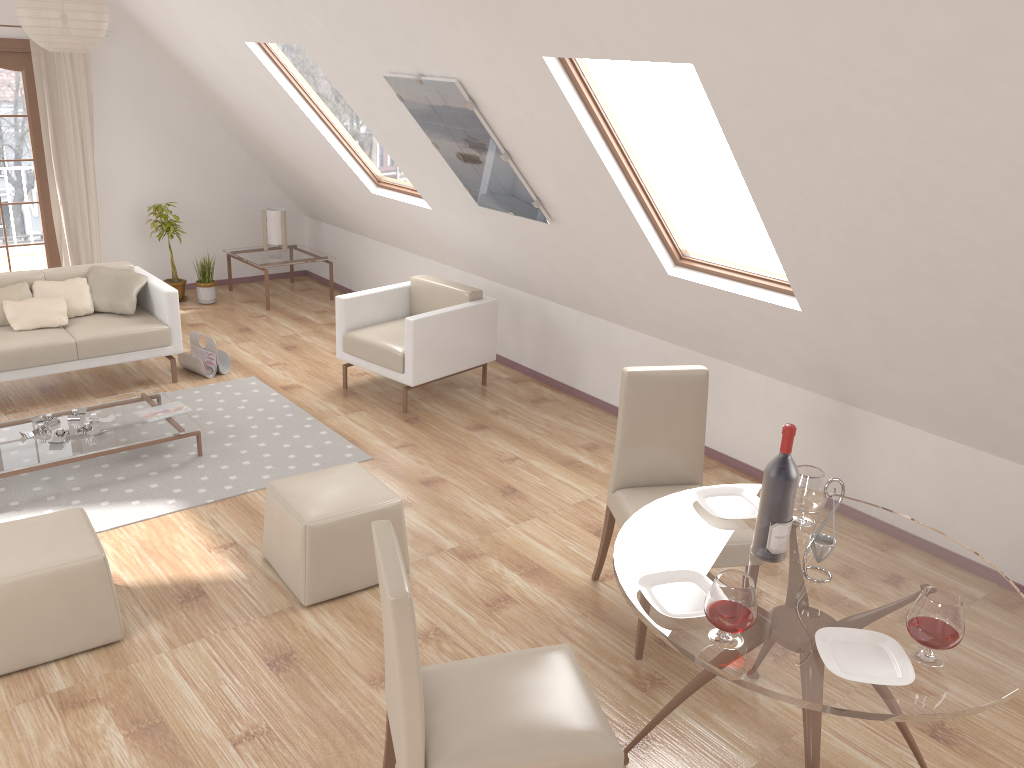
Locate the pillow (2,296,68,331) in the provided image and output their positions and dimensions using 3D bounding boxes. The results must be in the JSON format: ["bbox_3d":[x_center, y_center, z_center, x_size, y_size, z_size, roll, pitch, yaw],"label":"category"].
[{"bbox_3d":[-3.009,-0.446,5.625,0.363,0.170,0.227,-11,24,-33],"label":"pillow"}]

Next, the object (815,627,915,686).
[{"bbox_3d":[0.894,0.699,2.260,0.228,0.020,0.228,5,20,5],"label":"object"}]

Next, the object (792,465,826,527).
[{"bbox_3d":[0.969,0.369,2.931,0.136,0.183,0.136,-2,21,-13],"label":"object"}]

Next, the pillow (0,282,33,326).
[{"bbox_3d":[-3.219,-0.503,5.626,0.351,0.235,0.185,-12,25,-34],"label":"pillow"}]

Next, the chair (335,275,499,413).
[{"bbox_3d":[-0.649,-0.308,6.012,0.748,0.706,0.820,19,26,37],"label":"chair"}]

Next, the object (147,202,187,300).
[{"bbox_3d":[-3.009,-1.153,7.752,0.307,0.846,0.311,20,26,39],"label":"object"}]

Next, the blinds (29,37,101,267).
[{"bbox_3d":[-3.560,-1.728,7.241,0.424,2.129,0.123,-16,28,-42],"label":"blinds"}]

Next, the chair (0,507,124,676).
[{"bbox_3d":[-1.816,0.763,3.384,0.506,0.394,0.506,-11,24,-33],"label":"chair"}]

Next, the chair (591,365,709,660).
[{"bbox_3d":[0.672,0.497,3.595,0.477,0.999,0.618,-1,21,-12],"label":"chair"}]

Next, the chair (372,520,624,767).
[{"bbox_3d":[-0.057,0.878,2.457,0.618,0.999,0.477,-3,21,-15],"label":"chair"}]

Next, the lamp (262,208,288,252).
[{"bbox_3d":[-2.176,-1.419,8.159,0.221,0.375,0.180,1,20,-6],"label":"lamp"}]

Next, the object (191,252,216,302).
[{"bbox_3d":[-2.681,-0.948,7.778,0.209,0.480,0.234,9,21,15],"label":"object"}]

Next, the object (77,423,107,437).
[{"bbox_3d":[-2.228,0.240,4.701,0.143,0.051,0.064,10,21,19],"label":"object"}]

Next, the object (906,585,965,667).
[{"bbox_3d":[1.081,0.619,2.268,0.136,0.183,0.136,14,23,27],"label":"object"}]

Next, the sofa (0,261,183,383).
[{"bbox_3d":[-3.170,-0.292,5.612,1.880,0.706,0.820,-13,26,-37],"label":"sofa"}]

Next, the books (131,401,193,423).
[{"bbox_3d":[-1.976,0.156,5.028,0.192,0.005,0.280,20,26,39],"label":"books"}]

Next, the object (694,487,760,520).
[{"bbox_3d":[0.745,0.412,3.017,0.228,0.020,0.228,-2,21,-13],"label":"object"}]

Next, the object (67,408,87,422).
[{"bbox_3d":[-2.404,0.156,4.901,0.064,0.052,0.143,-1,21,-10],"label":"object"}]

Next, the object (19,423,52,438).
[{"bbox_3d":[-2.503,0.242,4.655,0.143,0.052,0.064,-13,26,-37],"label":"object"}]

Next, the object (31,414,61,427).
[{"bbox_3d":[-2.528,0.186,4.803,0.143,0.052,0.064,10,21,19],"label":"object"}]

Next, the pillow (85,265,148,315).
[{"bbox_3d":[-2.680,-0.639,5.977,0.424,0.276,0.269,6,20,9],"label":"pillow"}]

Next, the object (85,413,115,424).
[{"bbox_3d":[-2.254,0.183,4.849,0.143,0.052,0.064,-13,26,-37],"label":"object"}]

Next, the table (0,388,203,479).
[{"bbox_3d":[-2.380,0.328,4.790,1.173,0.190,0.730,-13,26,-37],"label":"table"}]

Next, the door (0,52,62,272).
[{"bbox_3d":[-4.354,-1.509,6.815,1.546,2.001,0.098,-13,26,-37],"label":"door"}]

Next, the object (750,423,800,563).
[{"bbox_3d":[0.800,0.324,2.659,0.109,0.435,0.109,-16,27,-41],"label":"object"}]

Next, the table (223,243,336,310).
[{"bbox_3d":[-2.131,-1.003,8.145,0.730,0.390,0.773,-14,26,-39],"label":"table"}]

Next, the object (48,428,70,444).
[{"bbox_3d":[-2.353,0.268,4.604,0.064,0.052,0.143,-1,21,-10],"label":"object"}]

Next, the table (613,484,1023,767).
[{"bbox_3d":[0.884,0.929,2.777,1.198,0.770,1.198,-4,21,-18],"label":"table"}]

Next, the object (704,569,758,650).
[{"bbox_3d":[0.565,0.582,2.294,0.136,0.183,0.136,14,23,27],"label":"object"}]

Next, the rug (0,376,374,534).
[{"bbox_3d":[-2.373,0.440,4.750,2.800,0.007,1.600,-13,26,-37],"label":"rug"}]

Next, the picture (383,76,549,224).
[{"bbox_3d":[-0.242,-1.275,4.864,0.683,0.738,0.650,-13,26,-37],"label":"picture"}]

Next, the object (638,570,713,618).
[{"bbox_3d":[0.478,0.594,2.485,0.228,0.020,0.228,-3,21,-17],"label":"object"}]

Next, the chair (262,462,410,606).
[{"bbox_3d":[-0.781,0.626,3.903,0.506,0.394,0.506,-11,25,-34],"label":"chair"}]

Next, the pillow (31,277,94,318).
[{"bbox_3d":[-2.953,-0.563,5.829,0.351,0.225,0.196,-11,24,-33],"label":"pillow"}]

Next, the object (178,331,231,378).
[{"bbox_3d":[-2.154,-0.220,6.194,0.315,0.267,0.212,18,25,34],"label":"object"}]

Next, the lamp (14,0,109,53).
[{"bbox_3d":[-1.795,-1.582,3.521,0.340,0.497,0.340,3,20,-1],"label":"lamp"}]

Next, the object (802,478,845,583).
[{"bbox_3d":[0.911,0.418,2.586,0.096,0.322,0.086,7,21,12],"label":"object"}]
